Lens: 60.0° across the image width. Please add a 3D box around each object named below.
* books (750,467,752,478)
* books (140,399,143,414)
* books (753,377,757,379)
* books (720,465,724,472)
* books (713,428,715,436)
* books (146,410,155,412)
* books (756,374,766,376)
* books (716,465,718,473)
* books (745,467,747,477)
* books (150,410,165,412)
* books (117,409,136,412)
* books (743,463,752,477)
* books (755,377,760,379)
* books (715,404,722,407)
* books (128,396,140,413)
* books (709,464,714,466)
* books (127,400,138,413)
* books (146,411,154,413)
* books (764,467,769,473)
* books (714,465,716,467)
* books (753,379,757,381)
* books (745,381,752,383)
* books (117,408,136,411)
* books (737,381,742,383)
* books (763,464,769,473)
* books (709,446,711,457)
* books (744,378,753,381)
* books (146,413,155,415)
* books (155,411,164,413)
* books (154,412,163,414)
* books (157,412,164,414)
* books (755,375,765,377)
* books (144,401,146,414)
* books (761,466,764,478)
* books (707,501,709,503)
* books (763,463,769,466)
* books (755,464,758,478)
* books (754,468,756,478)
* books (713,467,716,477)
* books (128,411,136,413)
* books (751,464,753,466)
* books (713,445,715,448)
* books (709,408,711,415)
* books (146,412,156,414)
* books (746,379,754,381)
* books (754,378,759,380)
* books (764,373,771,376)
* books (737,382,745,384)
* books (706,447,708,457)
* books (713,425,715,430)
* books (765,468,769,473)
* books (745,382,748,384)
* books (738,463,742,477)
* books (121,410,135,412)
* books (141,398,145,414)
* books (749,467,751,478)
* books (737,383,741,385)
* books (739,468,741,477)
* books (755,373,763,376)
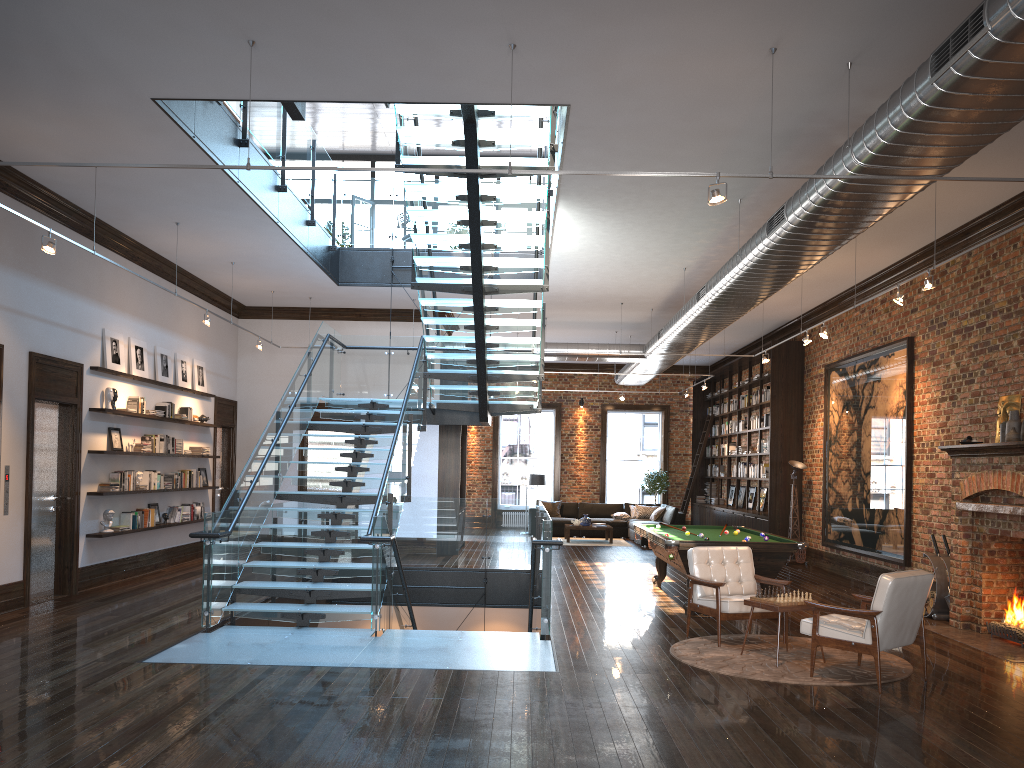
[{"bbox_3d":[5.185,1.887,18.946,0.167,0.234,0.032,1,-1,1],"label":"books"},{"bbox_3d":[-4.962,0.293,11.701,0.163,0.197,0.029,1,-1,1],"label":"books"},{"bbox_3d":[5.208,-0.130,18.621,0.216,0.020,0.235,1,-6,-2],"label":"books"},{"bbox_3d":[5.245,2.184,22.255,0.129,0.282,0.030,1,-1,1],"label":"books"},{"bbox_3d":[5.231,1.235,22.591,0.191,0.229,0.034,1,-1,1],"label":"books"},{"bbox_3d":[-4.974,0.371,12.073,0.152,0.013,0.196,1,-6,1],"label":"books"},{"bbox_3d":[5.224,-0.181,18.622,0.167,0.015,0.371,1,-6,5],"label":"books"},{"bbox_3d":[5.250,2.200,22.435,0.159,0.285,0.014,1,-1,1],"label":"books"},{"bbox_3d":[5.191,1.930,19.348,0.191,0.217,0.033,1,-1,1],"label":"books"},{"bbox_3d":[-4.967,0.375,12.352,0.142,0.011,0.258,1,-6,5],"label":"books"},{"bbox_3d":[-4.984,0.342,11.464,0.142,0.011,0.256,1,-6,2],"label":"books"},{"bbox_3d":[5.188,1.896,19.515,0.186,0.316,0.015,1,-1,1],"label":"books"},{"bbox_3d":[5.211,-0.116,18.621,0.206,0.008,0.335,1,-6,4],"label":"books"},{"bbox_3d":[5.249,0.669,22.527,0.168,0.337,0.016,1,-1,1],"label":"books"},{"bbox_3d":[-4.975,0.275,11.670,0.142,0.228,0.014,1,-1,1],"label":"books"},{"bbox_3d":[5.251,2.262,23.245,0.157,0.318,0.013,1,-1,1],"label":"books"},{"bbox_3d":[-4.985,0.298,11.638,0.128,0.175,0.050,1,-1,1],"label":"books"},{"bbox_3d":[-4.974,0.383,12.063,0.125,0.014,0.214,1,-6,1],"label":"books"},{"bbox_3d":[5.195,1.799,18.008,0.141,0.228,0.032,1,-1,1],"label":"books"},{"bbox_3d":[5.230,2.205,22.583,0.165,0.303,0.013,1,-1,1],"label":"books"},{"bbox_3d":[5.210,-0.080,18.621,0.217,0.010,0.343,1,-6,0],"label":"books"},{"bbox_3d":[5.221,-0.045,19.337,0.193,0.030,0.314,2,-6,-4],"label":"books"},{"bbox_3d":[-4.983,0.331,11.465,0.142,0.011,0.256,1,-6,-1],"label":"books"},{"bbox_3d":[5.224,-0.032,20.069,0.215,0.015,0.320,1,-6,-2],"label":"books"},{"bbox_3d":[5.196,1.773,18.031,0.159,0.285,0.014,1,-1,1],"label":"books"},{"bbox_3d":[5.225,1.749,23.047,0.187,0.297,0.016,1,-1,1],"label":"books"},{"bbox_3d":[5.220,-0.099,19.338,0.205,0.017,0.361,1,-6,-2],"label":"books"},{"bbox_3d":[-4.973,0.412,12.064,0.156,0.015,0.211,1,-6,1],"label":"books"},{"bbox_3d":[-4.975,0.386,12.352,0.141,0.011,0.287,1,-6,0],"label":"books"},{"bbox_3d":[-4.971,0.407,12.351,0.142,0.011,0.257,1,-6,-2],"label":"books"},{"bbox_3d":[-4.973,0.396,12.351,0.142,0.011,0.256,1,-6,2],"label":"books"},{"bbox_3d":[5.226,-0.157,18.621,0.169,0.034,0.287,2,-5,-4],"label":"books"},{"bbox_3d":[-4.975,0.319,11.869,0.132,0.178,0.035,1,-1,1],"label":"books"},{"bbox_3d":[5.169,1.795,18.068,0.176,0.246,0.039,1,-1,1],"label":"books"},{"bbox_3d":[5.205,3.090,23.174,0.198,0.035,0.218,1,-5,4],"label":"books"},{"bbox_3d":[5.196,1.771,18.094,0.149,0.300,0.013,1,-1,1],"label":"books"},{"bbox_3d":[5.194,1.826,18.618,0.152,0.291,0.031,1,-1,1],"label":"books"},{"bbox_3d":[5.180,1.876,18.647,0.165,0.196,0.027,1,-1,1],"label":"books"},{"bbox_3d":[5.210,2.228,22.461,0.212,0.233,0.019,1,-1,1],"label":"books"},{"bbox_3d":[-4.986,0.363,11.464,0.142,0.011,0.256,1,-6,0],"label":"books"},{"bbox_3d":[5.207,1.869,19.017,0.159,0.285,0.014,1,-1,1],"label":"books"},{"bbox_3d":[5.240,1.737,22.932,0.179,0.298,0.015,1,-1,1],"label":"books"},{"bbox_3d":[5.245,0.764,23.156,0.177,0.269,0.029,1,-1,1],"label":"books"},{"bbox_3d":[-4.970,0.399,12.078,0.159,0.014,0.184,1,-6,1],"label":"books"},{"bbox_3d":[5.238,-0.085,19.338,0.180,0.010,0.279,1,-6,0],"label":"books"},{"bbox_3d":[5.203,-0.093,18.621,0.227,0.015,0.276,1,-6,-1],"label":"books"},{"bbox_3d":[5.183,-0.182,17.697,0.219,0.019,0.330,1,-6,4],"label":"books"},{"bbox_3d":[5.228,-0.016,20.068,0.199,0.017,0.304,2,-6,-4],"label":"books"},{"bbox_3d":[5.225,1.800,23.391,0.186,0.260,0.014,1,-1,1],"label":"books"},{"bbox_3d":[5.239,1.204,22.652,0.189,0.303,0.014,1,-1,1],"label":"books"},{"bbox_3d":[5.197,1.804,17.974,0.136,0.210,0.036,1,-1,1],"label":"books"},{"bbox_3d":[5.218,-0.023,19.337,0.213,0.014,0.283,1,-6,3],"label":"books"},{"bbox_3d":[5.212,1.951,20.047,0.170,0.311,0.039,1,-1,1],"label":"books"},{"bbox_3d":[-4.982,0.353,11.464,0.141,0.011,0.288,1,-6,-2],"label":"books"},{"bbox_3d":[-4.954,0.289,11.751,0.164,0.216,0.012,1,-1,1],"label":"books"},{"bbox_3d":[5.195,1.912,19.138,0.153,0.220,0.034,1,-1,1],"label":"books"},{"bbox_3d":[5.237,-0.002,20.068,0.204,0.011,0.309,1,-6,1],"label":"books"},{"bbox_3d":[5.197,1.994,19.946,0.174,0.206,0.031,1,-1,1],"label":"books"},{"bbox_3d":[5.225,-0.197,18.622,0.188,0.017,0.276,1,-6,3],"label":"books"}]
